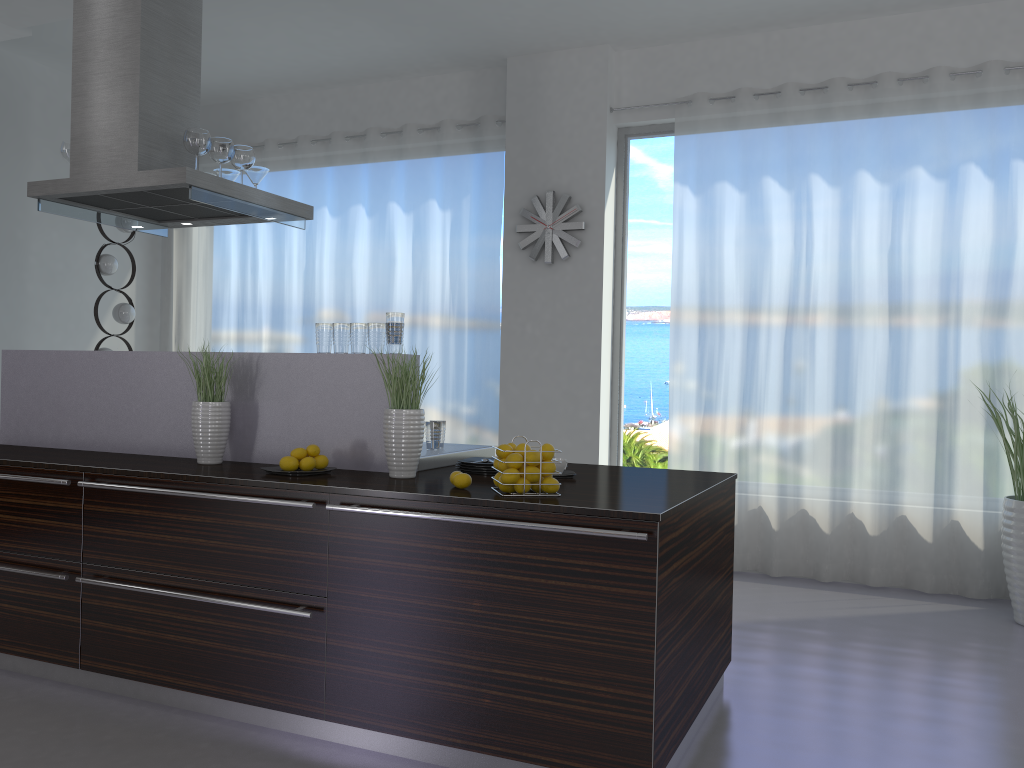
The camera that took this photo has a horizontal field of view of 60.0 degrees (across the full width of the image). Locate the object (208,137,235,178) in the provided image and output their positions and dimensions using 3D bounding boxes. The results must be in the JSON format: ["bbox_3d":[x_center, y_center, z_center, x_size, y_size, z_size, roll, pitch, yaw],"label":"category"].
[{"bbox_3d":[-1.382,-1.049,4.207,0.125,0.221,0.125,1,0,-42],"label":"object"}]

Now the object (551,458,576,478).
[{"bbox_3d":[0.164,0.316,3.330,0.153,0.069,0.153,1,0,-3],"label":"object"}]

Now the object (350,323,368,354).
[{"bbox_3d":[-0.596,-0.176,3.453,0.071,0.119,0.072,1,0,-27],"label":"object"}]

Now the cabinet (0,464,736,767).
[{"bbox_3d":[-0.856,0.750,3.687,3.285,0.852,1.377,1,0,23],"label":"cabinet"}]

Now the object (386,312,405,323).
[{"bbox_3d":[-0.447,-0.211,3.388,0.071,0.119,0.072,1,0,-27],"label":"object"}]

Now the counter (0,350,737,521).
[{"bbox_3d":[-0.845,0.526,3.695,3.291,1.300,1.302,1,0,23],"label":"counter"}]

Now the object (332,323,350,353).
[{"bbox_3d":[-0.670,-0.178,3.485,0.071,0.119,0.072,1,0,-27],"label":"object"}]

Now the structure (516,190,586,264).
[{"bbox_3d":[0.261,-1.081,6.119,0.505,0.505,0.076,1,0,23],"label":"structure"}]

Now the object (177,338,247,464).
[{"bbox_3d":[-1.210,0.064,3.501,0.269,0.502,0.247,1,0,24],"label":"object"}]

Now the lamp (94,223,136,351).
[{"bbox_3d":[-2.904,-1.199,6.518,0.180,2.370,0.367,1,0,17],"label":"lamp"}]

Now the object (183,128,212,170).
[{"bbox_3d":[-1.443,-1.050,4.062,0.125,0.221,0.125,1,0,-42],"label":"object"}]

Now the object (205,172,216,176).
[{"bbox_3d":[-1.656,-1.034,4.745,0.137,0.174,0.137,1,0,-12],"label":"object"}]

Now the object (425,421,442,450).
[{"bbox_3d":[-0.332,0.219,3.738,0.072,0.119,0.071,1,0,23],"label":"object"}]

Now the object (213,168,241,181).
[{"bbox_3d":[-1.500,-1.030,4.661,0.137,0.174,0.137,1,0,-12],"label":"object"}]

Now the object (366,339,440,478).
[{"bbox_3d":[-0.385,0.084,3.169,0.269,0.502,0.247,1,0,-24],"label":"object"}]

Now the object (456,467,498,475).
[{"bbox_3d":[-0.084,0.333,3.426,0.232,0.020,0.232,1,0,32],"label":"object"}]

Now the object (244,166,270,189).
[{"bbox_3d":[-1.326,-1.026,4.585,0.137,0.174,0.137,1,0,-12],"label":"object"}]

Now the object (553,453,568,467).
[{"bbox_3d":[0.138,0.314,3.601,0.153,0.069,0.153,1,0,-33],"label":"object"}]

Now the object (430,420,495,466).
[{"bbox_3d":[-0.207,0.237,3.566,0.269,0.147,0.646,1,0,-42],"label":"object"}]

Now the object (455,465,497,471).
[{"bbox_3d":[-0.083,0.323,3.425,0.232,0.020,0.232,1,0,32],"label":"object"}]

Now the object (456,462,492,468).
[{"bbox_3d":[-0.083,0.314,3.425,0.232,0.020,0.232,1,0,27],"label":"object"}]

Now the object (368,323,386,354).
[{"bbox_3d":[-0.522,-0.174,3.420,0.071,0.119,0.072,1,0,-27],"label":"object"}]

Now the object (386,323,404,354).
[{"bbox_3d":[-0.448,-0.173,3.388,0.071,0.119,0.072,1,0,-27],"label":"object"}]

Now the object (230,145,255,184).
[{"bbox_3d":[-1.323,-1.048,4.342,0.125,0.221,0.125,1,0,-42],"label":"object"}]

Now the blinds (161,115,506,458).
[{"bbox_3d":[-1.573,-0.419,7.038,3.245,3.112,0.120,1,0,23],"label":"blinds"}]

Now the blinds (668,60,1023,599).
[{"bbox_3d":[2.339,-0.320,5.336,2.830,3.112,0.120,1,0,23],"label":"blinds"}]

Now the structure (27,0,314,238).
[{"bbox_3d":[-1.660,-1.432,4.436,0.981,1.231,0.915,1,0,23],"label":"structure"}]

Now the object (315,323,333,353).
[{"bbox_3d":[-0.744,-0.180,3.517,0.072,0.119,0.071,1,0,-17],"label":"object"}]

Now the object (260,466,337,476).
[{"bbox_3d":[-0.780,0.316,3.243,0.232,0.020,0.232,1,0,32],"label":"object"}]

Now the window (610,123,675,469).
[{"bbox_3d":[2.108,-0.514,5.682,3.000,2.500,0.100,1,0,23],"label":"window"}]
